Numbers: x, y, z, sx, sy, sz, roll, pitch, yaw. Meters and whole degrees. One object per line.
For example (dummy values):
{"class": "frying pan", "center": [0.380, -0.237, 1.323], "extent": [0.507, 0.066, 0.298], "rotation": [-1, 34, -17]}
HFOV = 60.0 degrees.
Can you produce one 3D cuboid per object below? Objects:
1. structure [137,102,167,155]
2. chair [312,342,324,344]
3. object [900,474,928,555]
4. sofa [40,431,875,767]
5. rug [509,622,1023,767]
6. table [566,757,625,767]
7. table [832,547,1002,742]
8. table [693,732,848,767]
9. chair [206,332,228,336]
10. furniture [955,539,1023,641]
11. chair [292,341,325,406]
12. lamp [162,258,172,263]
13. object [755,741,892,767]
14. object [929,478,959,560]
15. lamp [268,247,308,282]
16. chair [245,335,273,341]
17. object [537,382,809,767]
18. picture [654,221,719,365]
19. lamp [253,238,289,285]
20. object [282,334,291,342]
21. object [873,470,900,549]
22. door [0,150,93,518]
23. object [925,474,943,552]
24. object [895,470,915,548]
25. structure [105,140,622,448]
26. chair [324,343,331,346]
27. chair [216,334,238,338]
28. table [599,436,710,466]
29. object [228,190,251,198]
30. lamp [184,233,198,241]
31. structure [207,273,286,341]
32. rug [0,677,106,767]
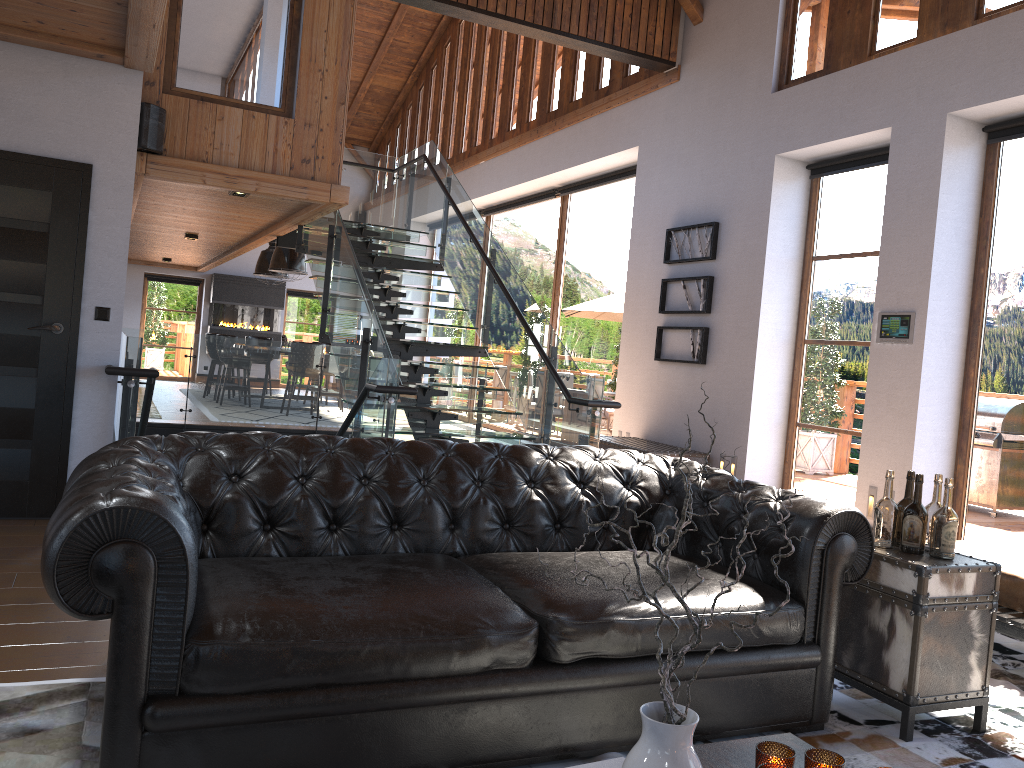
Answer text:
{"class": "structure", "center": [-2.752, -1.938, 6.740], "extent": [0.215, 0.349, 0.212], "rotation": [5, 1, -25]}
{"class": "chair", "center": [-3.594, -0.217, 15.916], "extent": [0.573, 1.092, 0.499], "rotation": [5, 1, -26]}
{"class": "object", "center": [1.461, 0.468, 3.208], "extent": [0.087, 0.286, 0.088], "rotation": [6, 1, 43]}
{"class": "sofa", "center": [-0.142, 0.656, 3.029], "extent": [2.589, 0.838, 1.229], "rotation": [4, 2, -26]}
{"class": "rug", "center": [1.540, 1.195, 3.314], "extent": [3.842, 0.053, 2.411], "rotation": [4, 2, -25]}
{"class": "table", "center": [0.206, 0.975, 1.501], "extent": [0.404, 0.350, 0.644], "rotation": [4, 2, -30]}
{"class": "table", "center": [1.448, 0.911, 3.235], "extent": [0.409, 0.609, 0.414], "rotation": [5, 1, -25]}
{"class": "table", "center": [0.593, 1.004, 1.715], "extent": [0.404, 0.350, 0.644], "rotation": [5, 2, -25]}
{"class": "chair", "center": [-4.718, -0.271, 14.417], "extent": [0.575, 1.092, 0.498], "rotation": [4, 2, -41]}
{"class": "furniture", "center": [2.815, 1.107, 3.697], "extent": [1.186, 0.436, 2.736], "rotation": [4, 2, -25]}
{"class": "chair", "center": [-3.004, -0.061, 12.818], "extent": [0.509, 1.092, 0.563], "rotation": [5, 1, -26]}
{"class": "lamp", "center": [-6.446, -2.319, 16.554], "extent": [0.157, 0.068, 0.259], "rotation": [4, 2, -25]}
{"class": "object", "center": [0.619, 0.791, 1.695], "extent": [0.301, 0.081, 0.248], "rotation": [6, 2, 13]}
{"class": "object", "center": [1.544, 0.477, 3.158], "extent": [0.088, 0.286, 0.087], "rotation": [5, 1, -15]}
{"class": "lamp", "center": [-3.373, -3.977, 14.110], "extent": [0.617, 4.683, 0.626], "rotation": [6, 1, 20]}
{"class": "chair", "center": [-4.712, -0.337, 16.417], "extent": [0.509, 1.092, 0.563], "rotation": [5, 1, -26]}
{"class": "object", "center": [0.284, 0.400, 1.532], "extent": [0.408, 0.808, 0.616], "rotation": [5, 1, -14]}
{"class": "picture", "center": [1.660, -0.859, 8.484], "extent": [0.060, 1.312, 0.767], "rotation": [5, 1, -25]}
{"class": "lamp", "center": [-4.029, -4.084, 15.542], "extent": [0.617, 4.683, 0.626], "rotation": [6, 1, 20]}
{"class": "object", "center": [-3.726, -0.693, 14.683], "extent": [0.115, 0.253, 0.223], "rotation": [6, 1, 28]}
{"class": "object", "center": [1.380, 0.459, 3.263], "extent": [0.086, 0.286, 0.089], "rotation": [6, 1, 42]}
{"class": "door", "center": [-2.932, -0.270, 4.914], "extent": [0.949, 2.055, 0.142], "rotation": [5, 1, -26]}
{"class": "object", "center": [1.562, 0.475, 3.274], "extent": [0.088, 0.286, 0.087], "rotation": [5, 1, -13]}
{"class": "object", "center": [1.476, 0.466, 3.305], "extent": [0.087, 0.286, 0.088], "rotation": [5, 1, 15]}
{"class": "structure", "center": [0.021, 0.453, 10.618], "extent": [9.293, 6.396, 10.932], "rotation": [4, 2, -25]}
{"class": "chair", "center": [-3.152, -0.149, 15.071], "extent": [0.575, 1.092, 0.498], "rotation": [4, 2, -41]}
{"class": "chair", "center": [-4.276, -0.203, 13.573], "extent": [0.573, 1.092, 0.499], "rotation": [5, 1, -26]}
{"class": "table", "center": [1.196, 0.791, 8.335], "extent": [0.690, 0.469, 1.244], "rotation": [5, 2, -25]}
{"class": "object", "center": [-2.314, -1.643, 7.531], "extent": [0.157, 0.068, 0.259], "rotation": [4, 2, -25]}
{"class": "lamp", "center": [-4.267, -1.962, 11.796], "extent": [0.157, 0.068, 0.259], "rotation": [4, 2, -25]}
{"class": "structure", "center": [-5.575, -1.405, 18.574], "extent": [1.457, 1.649, 0.429], "rotation": [5, 1, -26]}
{"class": "rug", "center": [-0.843, 1.054, 0.956], "extent": [2.453, 0.053, 4.010], "rotation": [4, 2, -24]}
